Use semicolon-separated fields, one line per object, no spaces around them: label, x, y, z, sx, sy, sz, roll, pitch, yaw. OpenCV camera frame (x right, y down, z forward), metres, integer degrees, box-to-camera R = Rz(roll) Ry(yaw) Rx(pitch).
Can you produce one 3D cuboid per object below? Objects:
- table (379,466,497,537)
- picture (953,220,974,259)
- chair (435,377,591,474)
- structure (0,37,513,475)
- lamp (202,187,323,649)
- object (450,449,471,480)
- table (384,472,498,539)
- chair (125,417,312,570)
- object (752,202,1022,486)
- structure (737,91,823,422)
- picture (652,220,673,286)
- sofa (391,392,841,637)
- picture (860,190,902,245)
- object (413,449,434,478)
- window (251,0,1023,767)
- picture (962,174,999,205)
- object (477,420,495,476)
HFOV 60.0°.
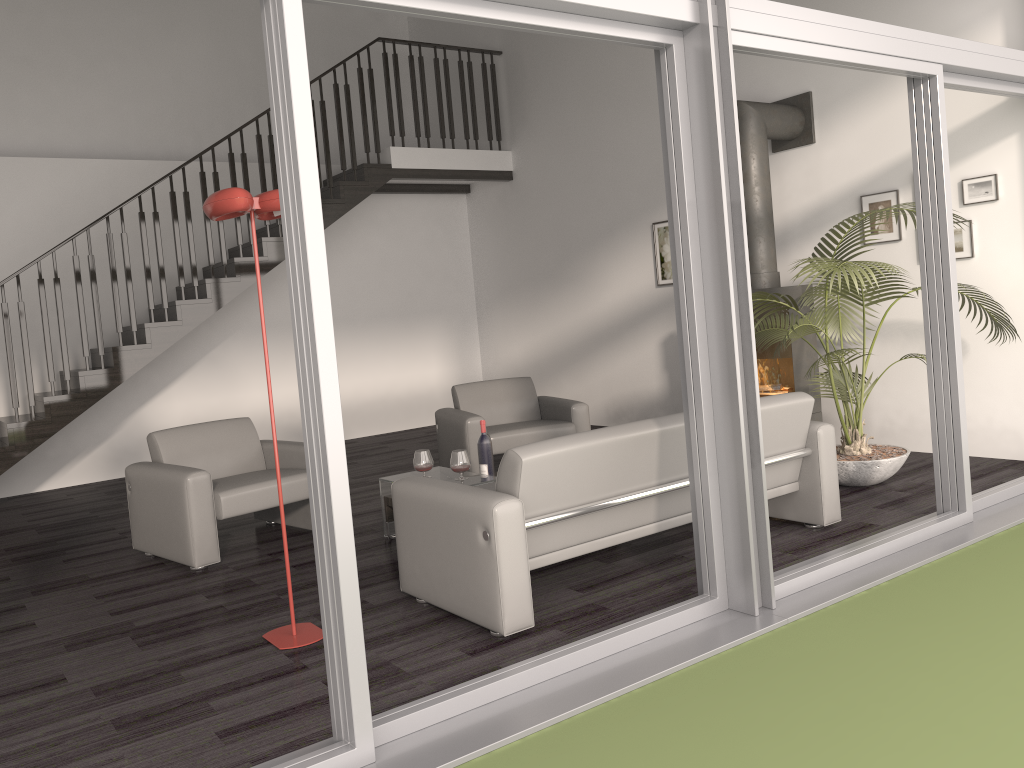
table;-0.392;0.691;4.926;0.401;0.341;0.680;-8;5;-35
picture;2.887;-0.946;5.898;0.015;0.244;0.359;-7;4;-35
chair;0.003;0.340;6.594;0.964;0.716;0.911;-6;4;-20
structure;-2.468;-1.304;8.659;6.357;4.087;1.000;-8;4;-35
lamp;-0.958;0.131;3.543;0.354;1.785;0.364;-7;3;-35
object;-0.280;0.440;4.825;0.116;0.155;0.115;-8;4;-44
table;-0.061;0.697;5.157;1.203;0.249;0.600;-8;5;-35
chair;-1.636;0.595;5.255;0.909;0.716;0.966;-1;5;45
object;1.915;-0.213;5.446;2.124;1.663;1.717;-8;5;-40
structure;2.111;-0.844;6.746;1.118;2.670;0.818;-7;3;-35
picture;1.428;-1.180;7.946;0.026;0.576;0.394;-7;4;-35
sofa;0.540;0.484;4.235;2.119;0.716;0.901;-8;5;-35
picture;2.606;-1.174;6.261;0.015;0.352;0.288;-7;4;-35
object;-0.495;0.448;4.955;0.116;0.155;0.116;-7;4;-26
window;-0.578;-0.652;2.406;9.767;3.465;0.385;-8;4;-35
picture;3.001;-1.245;5.683;0.015;0.166;0.221;-7;4;-35
object;-0.155;0.394;5.152;0.093;0.370;0.093;-7;3;-36
